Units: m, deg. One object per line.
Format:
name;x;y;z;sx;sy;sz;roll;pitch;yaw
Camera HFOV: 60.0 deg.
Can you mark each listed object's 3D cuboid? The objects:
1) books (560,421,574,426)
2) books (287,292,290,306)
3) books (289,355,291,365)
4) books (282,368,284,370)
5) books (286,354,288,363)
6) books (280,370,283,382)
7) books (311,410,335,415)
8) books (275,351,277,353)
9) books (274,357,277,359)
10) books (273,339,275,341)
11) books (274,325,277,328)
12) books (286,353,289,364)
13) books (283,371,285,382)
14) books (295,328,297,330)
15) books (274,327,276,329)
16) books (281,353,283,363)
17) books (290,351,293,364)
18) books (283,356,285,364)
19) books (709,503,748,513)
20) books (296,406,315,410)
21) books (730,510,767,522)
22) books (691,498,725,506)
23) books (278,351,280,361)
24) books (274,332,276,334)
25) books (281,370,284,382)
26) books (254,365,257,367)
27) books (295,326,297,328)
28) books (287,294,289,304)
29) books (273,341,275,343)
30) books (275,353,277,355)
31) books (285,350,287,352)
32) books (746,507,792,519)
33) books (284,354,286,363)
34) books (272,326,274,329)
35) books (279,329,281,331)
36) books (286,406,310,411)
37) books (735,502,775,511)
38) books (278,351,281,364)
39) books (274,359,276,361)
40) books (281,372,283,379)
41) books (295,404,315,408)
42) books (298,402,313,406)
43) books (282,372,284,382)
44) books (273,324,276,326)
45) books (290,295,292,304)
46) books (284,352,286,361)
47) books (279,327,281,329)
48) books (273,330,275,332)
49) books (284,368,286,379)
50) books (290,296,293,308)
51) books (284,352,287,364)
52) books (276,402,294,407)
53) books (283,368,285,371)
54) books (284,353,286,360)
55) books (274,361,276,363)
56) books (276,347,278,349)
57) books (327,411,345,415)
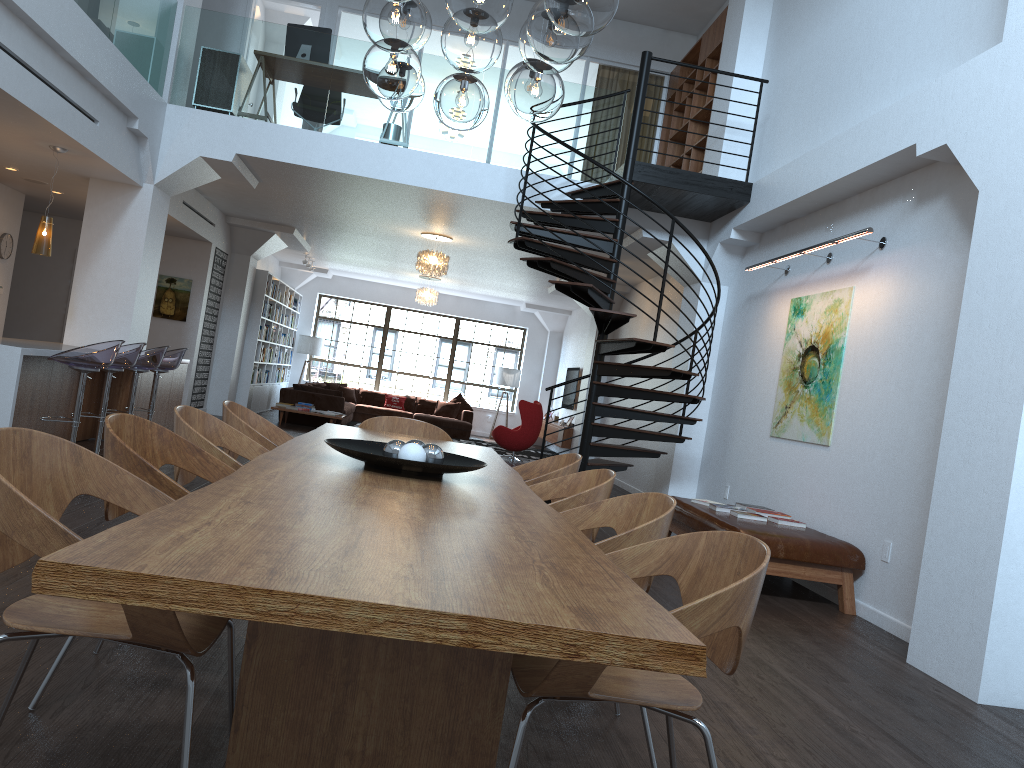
books;1.044;0.752;16.525;0.250;0.053;0.400;9;0;-6
books;-4.454;-1.665;17.343;0.176;0.290;0.053;9;0;-6
books;-4.792;-0.529;18.820;0.161;0.213;0.146;9;0;-6
books;-4.790;-0.190;18.151;0.198;0.284;0.066;9;0;-6
books;-4.739;-0.523;18.355;0.161;0.221;0.035;9;0;-7
books;-4.753;-0.170;17.949;0.183;0.253;0.037;9;0;-6
books;-3.010;0.451;14.124;0.342;0.040;0.231;9;-1;34
books;-4.578;-0.620;16.829;0.223;0.032;0.161;9;0;-6
books;-4.614;-0.507;16.841;0.259;0.040;0.180;9;0;-6
books;-4.485;-0.832;16.371;0.160;0.039;0.251;9;0;-1
books;-4.444;-1.079;16.397;0.129;0.043;0.185;9;0;8
books;-4.754;-0.535;18.441;0.168;0.228;0.139;9;0;-6
books;-4.809;-0.172;18.399;0.171;0.246;0.057;9;0;-6
books;-4.711;-1.190;18.744;0.284;0.035;0.197;9;-1;24
books;-4.456;-1.047;16.400;0.144;0.024;0.208;9;0;-1
books;-4.657;-0.523;17.645;0.161;0.222;0.084;9;0;-6
books;-4.795;-0.569;18.921;0.176;0.290;0.053;9;0;-6
books;-4.688;-0.543;17.926;0.174;0.251;0.051;9;0;-6
books;1.636;0.946;6.708;0.247;0.040;0.185;9;0;-3
books;-3.381;0.395;14.497;0.312;0.037;0.216;9;0;-16
books;1.722;0.960;6.451;0.224;0.032;0.161;9;0;-6
books;1.551;0.941;7.020;0.161;0.031;0.223;9;-1;-28
books;-4.604;-0.530;17.179;0.174;0.243;0.085;9;0;-6
books;-4.468;-0.957;16.378;0.183;0.042;0.253;9;0;-6
books;-4.769;-0.172;18.094;0.183;0.253;0.037;9;0;-6
books;-4.364;-0.322;14.743;0.223;0.027;0.161;9;0;3
books;-4.705;-1.224;18.744;0.284;0.033;0.197;9;0;9
books;-4.446;-1.642;17.261;0.171;0.246;0.057;9;0;-6
books;-4.488;-0.793;16.374;0.171;0.039;0.246;9;0;-6
books;-4.588;-0.587;16.821;0.253;0.040;0.183;9;0;-6
books;-4.681;-0.682;17.933;0.223;0.031;0.161;9;0;-6
books;1.963;0.997;6.786;0.283;0.043;0.197;9;0;-7
books;-4.714;-0.542;18.099;0.171;0.246;0.036;9;0;-6
books;-4.397;-1.041;15.992;0.174;0.045;0.240;9;0;-7
books;-4.488;-1.038;16.724;0.223;0.031;0.161;9;0;-6
books;-3.406;0.389;14.089;0.236;0.035;0.340;9;0;19
books;1.946;0.999;7.105;0.254;0.044;0.183;9;0;-12
books;-4.609;-0.534;17.266;0.182;0.253;0.098;9;0;-6
books;-4.613;-0.468;16.817;0.251;0.037;0.160;9;0;-1
books;-4.769;-0.170;18.063;0.160;0.250;0.027;9;0;-6
books;-3.380;0.359;14.500;0.279;0.035;0.191;9;0;4
books;-3.371;0.329;14.499;0.224;0.027;0.157;9;0;-1
books;-4.787;-0.170;18.213;0.189;0.247;0.057;9;0;-6
books;-4.381;-1.075;15.971;0.223;0.027;0.161;9;0;3
books;-4.476;-1.648;17.584;0.183;0.253;0.034;9;0;-6
books;-4.710;-0.544;18.030;0.183;0.253;0.039;9;0;-6
books;-4.485;-1.067;16.733;0.224;0.030;0.161;9;0;4
books;-4.470;-0.993;16.384;0.161;0.033;0.223;9;0;-6
books;-4.817;-0.195;18.481;0.176;0.290;0.053;9;0;-6
books;-4.491;-1.649;17.720;0.183;0.253;0.034;9;0;-6
books;-4.726;-0.546;18.218;0.183;0.253;0.042;9;0;-6
books;-3.685;0.342;14.402;0.241;0.045;0.334;9;0;-5
books;-4.771;-0.193;18.266;0.140;0.298;0.044;9;0;-6
books;-4.694;-0.528;17.997;0.161;0.223;0.030;9;0;-6
books;-4.616;-0.430;16.814;0.246;0.038;0.171;9;0;-6
books;-4.551;-0.703;16.817;0.185;0.041;0.129;9;0;8
books;-2.896;0.473;14.483;0.256;0.035;0.350;9;0;19
